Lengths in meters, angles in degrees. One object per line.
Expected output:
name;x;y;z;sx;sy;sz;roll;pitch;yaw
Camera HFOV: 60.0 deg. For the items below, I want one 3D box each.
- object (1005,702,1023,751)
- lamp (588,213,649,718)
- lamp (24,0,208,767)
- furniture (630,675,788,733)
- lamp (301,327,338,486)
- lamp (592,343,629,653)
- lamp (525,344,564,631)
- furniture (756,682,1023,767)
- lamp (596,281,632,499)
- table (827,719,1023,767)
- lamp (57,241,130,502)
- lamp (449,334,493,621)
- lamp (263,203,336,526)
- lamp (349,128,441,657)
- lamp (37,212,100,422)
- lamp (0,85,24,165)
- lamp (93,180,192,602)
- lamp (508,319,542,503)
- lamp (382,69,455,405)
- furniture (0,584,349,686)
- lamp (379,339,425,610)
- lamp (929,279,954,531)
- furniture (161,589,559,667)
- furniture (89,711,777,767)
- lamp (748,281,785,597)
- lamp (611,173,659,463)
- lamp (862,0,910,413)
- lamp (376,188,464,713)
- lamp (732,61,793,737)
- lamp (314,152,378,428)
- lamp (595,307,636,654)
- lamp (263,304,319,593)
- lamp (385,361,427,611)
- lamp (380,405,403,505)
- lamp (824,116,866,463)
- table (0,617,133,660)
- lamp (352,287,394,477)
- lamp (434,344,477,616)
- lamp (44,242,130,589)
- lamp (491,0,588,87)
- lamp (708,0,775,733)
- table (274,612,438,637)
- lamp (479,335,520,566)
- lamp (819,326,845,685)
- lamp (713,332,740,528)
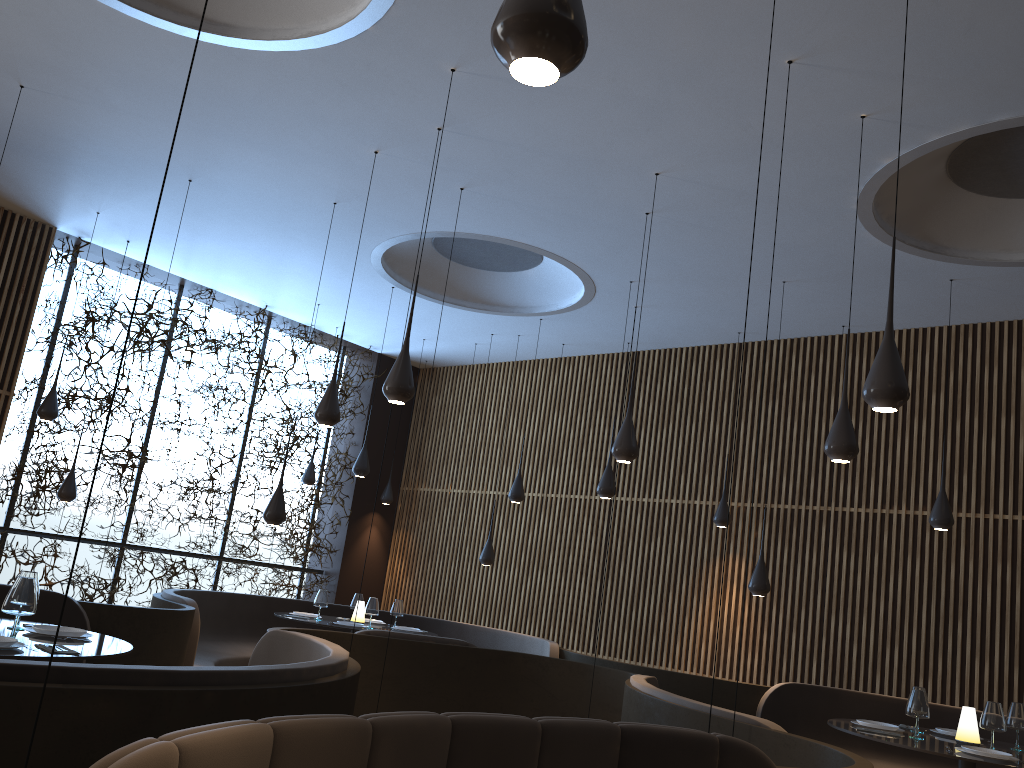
object;3.307;2.238;5.797;0.142;0.294;0.142;11;-12;-11
lamp;0.697;1.600;6.793;0.196;6.243;0.196;16;-14;-32
lamp;-1.065;0.282;2.235;0.196;6.243;0.196;11;-12;-13
furniture;1.168;2.428;5.370;0.900;1.042;2.544;9;-13;-6
lamp;-2.590;0.288;12.122;0.196;2.212;0.196;13;-13;-22
lamp;1.029;2.512;10.491;0.196;6.243;0.196;13;-13;-23
lamp;0.237;2.507;10.951;0.196;6.243;0.196;16;-14;-32
furniture;3.528;2.828;5.805;1.983;1.042;3.950;12;-13;-16
lamp;1.059;0.033;8.804;0.196;2.212;0.197;2;-13;26
table;2.809;2.777;5.501;1.672;1.019;1.681;0;-15;31
lamp;-4.524;-0.182;9.678;0.196;2.946;0.196;11;-12;-13
lamp;-0.693;2.378;10.966;0.196;6.243;0.196;16;-14;-32
lamp;-1.828;-0.229;7.833;0.196;2.946;0.197;-1;-14;36
lamp;-0.970;1.152;5.894;0.196;6.243;0.196;11;-12;-13
lamp;-4.465;-0.708;9.010;0.196;2.212;0.196;11;-12;-13
lamp;-4.182;0.752;6.148;0.196;6.243;0.197;9;-12;-3
lamp;-3.369;1.174;7.453;0.196;6.243;0.197;9;-12;-3
lamp;0.195;0.293;10.446;0.196;2.212;0.197;2;-13;26
lamp;-0.537;-0.962;5.526;0.196;2.212;0.196;11;-12;-13
furniture;-2.805;1.580;4.106;3.878;1.112;3.813;4;-14;17
lamp;-1.656;2.409;11.686;0.196;6.243;0.196;13;-13;-22
lamp;3.751;0.148;7.656;0.196;2.212;0.197;5;-12;17
furniture;-1.513;2.836;8.791;3.881;1.042;3.814;4;-14;18
furniture;0.019;1.430;2.156;2.542;1.055;0.932;20;-17;-41
lamp;2.394;0.452;8.168;0.196;2.946;0.197;2;-13;26
lamp;0.947;-0.521;6.508;0.196;2.212;0.196;11;-12;-13
lamp;1.786;-0.959;4.104;0.196;2.212;0.196;11;-12;-13
lamp;-0.857;1.386;6.827;0.196;6.243;0.196;11;-12;-13
lamp;1.190;1.146;4.551;0.196;6.243;0.196;11;-12;-13
lamp;-1.230;-0.760;6.796;0.196;2.212;0.196;11;-12;-13
lamp;0.929;2.180;9.129;0.196;6.243;0.196;16;-14;-32
lamp;-2.915;2.009;10.744;0.196;6.243;0.196;13;-13;-22
lamp;-1.740;2.676;12.880;0.196;6.243;0.196;13;-13;-22
lamp;-1.725;0.717;13.429;0.196;2.212;0.196;13;-13;-22
lamp;2.070;-0.621;5.395;0.196;2.212;0.196;11;-12;-13
table;-2.765;1.658;4.120;1.678;1.019;1.675;18;-16;-37
lamp;-1.533;-0.046;10.049;0.196;2.212;0.197;2;-13;26
lamp;-0.927;2.477;11.532;0.196;6.243;0.197;2;-13;26
lamp;-4.765;1.424;9.374;0.196;6.243;0.196;13;-13;-22
lamp;0.198;-1.688;1.974;0.196;2.212;0.197;9;-12;-3
lamp;0.878;0.909;3.731;0.196;6.243;0.196;11;-12;-13
table;-1.659;2.956;8.991;1.672;1.019;1.681;8;-13;3
lamp;-0.114;0.799;11.180;0.196;2.946;0.197;2;-13;26
lamp;3.091;2.411;8.801;0.196;6.243;0.196;16;-14;-32
lamp;2.442;0.488;9.906;0.196;2.212;0.197;2;-13;26
